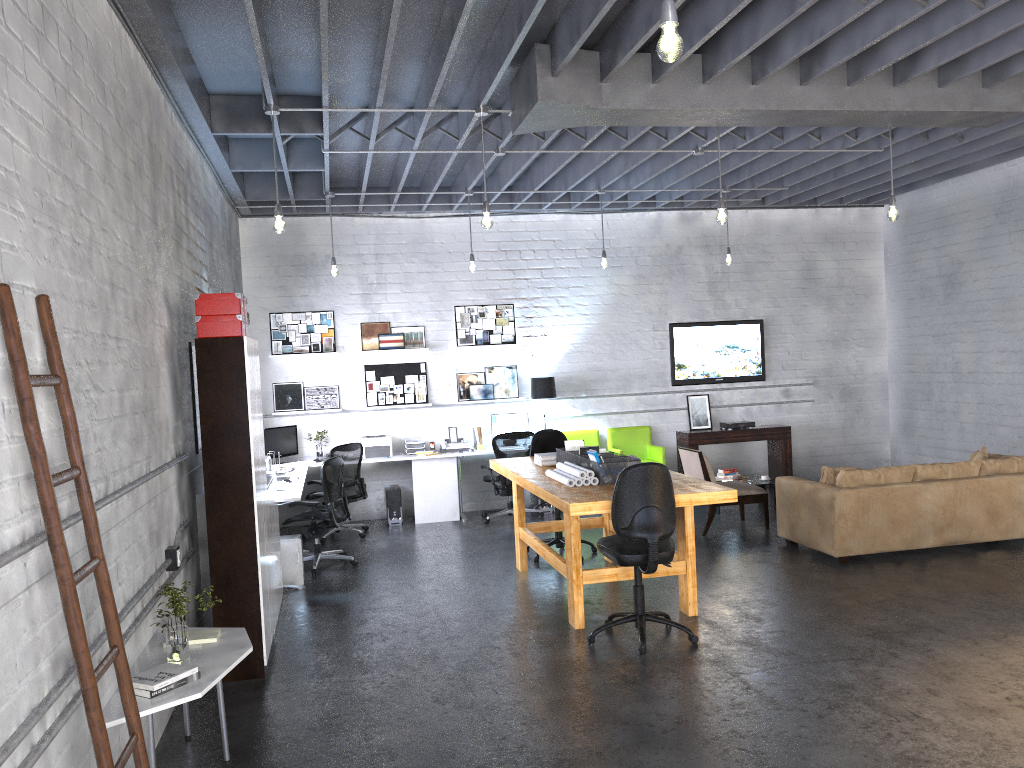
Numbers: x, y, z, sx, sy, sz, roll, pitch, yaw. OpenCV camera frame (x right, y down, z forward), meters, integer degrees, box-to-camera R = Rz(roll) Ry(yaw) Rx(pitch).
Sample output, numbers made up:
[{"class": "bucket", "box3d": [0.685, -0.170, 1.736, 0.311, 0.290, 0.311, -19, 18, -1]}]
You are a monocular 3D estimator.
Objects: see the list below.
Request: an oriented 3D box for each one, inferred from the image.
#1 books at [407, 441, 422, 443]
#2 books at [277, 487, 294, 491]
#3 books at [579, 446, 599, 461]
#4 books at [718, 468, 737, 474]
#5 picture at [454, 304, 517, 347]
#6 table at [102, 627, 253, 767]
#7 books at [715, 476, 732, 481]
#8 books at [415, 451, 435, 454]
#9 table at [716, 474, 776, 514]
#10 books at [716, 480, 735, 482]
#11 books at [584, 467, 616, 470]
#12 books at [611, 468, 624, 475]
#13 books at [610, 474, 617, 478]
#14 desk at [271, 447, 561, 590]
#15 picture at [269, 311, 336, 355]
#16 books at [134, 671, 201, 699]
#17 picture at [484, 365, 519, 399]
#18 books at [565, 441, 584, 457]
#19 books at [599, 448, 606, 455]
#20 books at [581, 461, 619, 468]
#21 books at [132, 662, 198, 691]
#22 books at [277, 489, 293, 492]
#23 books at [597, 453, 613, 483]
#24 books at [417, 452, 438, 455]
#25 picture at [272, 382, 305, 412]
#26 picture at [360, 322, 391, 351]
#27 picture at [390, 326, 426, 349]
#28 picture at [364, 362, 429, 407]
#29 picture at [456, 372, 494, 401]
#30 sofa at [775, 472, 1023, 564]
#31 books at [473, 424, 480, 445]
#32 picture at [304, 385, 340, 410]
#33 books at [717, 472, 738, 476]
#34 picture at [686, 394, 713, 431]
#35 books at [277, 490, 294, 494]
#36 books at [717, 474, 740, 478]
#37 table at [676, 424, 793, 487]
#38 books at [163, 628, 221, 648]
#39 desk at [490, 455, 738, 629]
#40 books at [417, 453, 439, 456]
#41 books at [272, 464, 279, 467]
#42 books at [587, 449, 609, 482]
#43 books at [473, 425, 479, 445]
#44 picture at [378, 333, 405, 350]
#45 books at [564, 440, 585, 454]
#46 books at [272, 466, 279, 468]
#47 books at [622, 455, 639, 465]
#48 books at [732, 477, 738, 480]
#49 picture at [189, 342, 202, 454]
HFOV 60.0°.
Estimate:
[{"class": "books", "box3d": [-1.177, 0.695, 10.664, 0.134, 0.008, 0.203, -4, 2, -28]}, {"class": "books", "box3d": [-2.037, 0.918, 7.746, 0.212, 0.010, 0.170, -3, 1, 15]}, {"class": "books", "box3d": [0.594, 0.585, 6.840, 0.158, 0.214, 0.063, -3, 2, -11]}, {"class": "books", "box3d": [2.562, 1.032, 10.542, 0.185, 0.041, 0.129, -3, 2, -17]}, {"class": "picture", "box3d": [-0.327, -0.725, 10.941, 0.749, 0.504, 0.058, -3, 2, -11]}, {"class": "table", "box3d": [-1.438, 1.525, 4.015, 0.517, 0.532, 1.335, -3, 2, -11]}, {"class": "books", "box3d": [2.413, 1.090, 10.231, 0.223, 0.027, 0.161, -3, 1, -2]}, {"class": "books", "box3d": [-1.019, 0.797, 10.361, 0.211, 0.014, 0.148, -3, 1, 3]}, {"class": "table", "box3d": [2.673, 1.281, 10.422, 0.873, 0.300, 0.872, -3, 1, -8]}, {"class": "books", "box3d": [2.427, 1.126, 10.213, 0.174, 0.045, 0.240, -3, 2, -22]}, {"class": "books", "box3d": [0.676, 0.627, 6.680, 0.250, 0.022, 0.205, -3, 1, -6]}, {"class": "books", "box3d": [0.787, 0.632, 6.380, 0.127, 0.022, 0.181, -3, 1, -16]}, {"class": "books", "box3d": [0.791, 0.653, 6.387, 0.141, 0.021, 0.203, -3, 1, -10]}, {"class": "desk", "box3d": [-0.950, 1.250, 9.221, 3.574, 0.786, 3.297, -3, 1, -11]}, {"class": "picture", "box3d": [-2.478, -0.606, 10.506, 0.749, 0.504, 0.058, -3, 2, -11]}, {"class": "books", "box3d": [-1.473, 1.251, 3.727, 0.185, 0.031, 0.250, -2, 2, 31]}, {"class": "picture", "box3d": [-0.127, -0.020, 11.009, 0.410, 0.409, 0.047, -3, 2, -11]}, {"class": "books", "box3d": [0.534, 0.583, 7.378, 0.158, 0.200, 0.082, -3, 2, -12]}, {"class": "books", "box3d": [0.656, 0.594, 6.884, 0.143, 0.188, 0.061, -3, 2, -11]}, {"class": "books", "box3d": [0.666, 0.603, 6.673, 0.232, 0.027, 0.185, -4, 2, -39]}, {"class": "books", "box3d": [-1.472, 1.225, 3.716, 0.185, 0.022, 0.234, -2, 2, 27]}, {"class": "books", "box3d": [-2.040, 0.929, 7.742, 0.209, 0.012, 0.158, -3, 1, 12]}, {"class": "books", "box3d": [0.648, 0.596, 6.329, 0.097, 0.209, 0.157, -3, 2, -12]}, {"class": "books", "box3d": [-0.993, 0.810, 10.370, 0.211, 0.014, 0.148, -4, 2, -37]}, {"class": "picture", "box3d": [-2.647, 0.153, 10.504, 0.355, 0.343, 0.042, -3, 2, -11]}, {"class": "picture", "box3d": [-1.639, -0.572, 10.687, 0.355, 0.343, 0.042, -3, 2, -11]}, {"class": "picture", "box3d": [-1.260, -0.560, 10.761, 0.410, 0.277, 0.036, -3, 2, -11]}, {"class": "picture", "box3d": [-1.399, 0.003, 10.745, 0.749, 0.504, 0.058, -3, 2, -11]}, {"class": "picture", "box3d": [-0.452, 0.030, 10.935, 0.452, 0.345, 0.054, -3, 2, -11]}, {"class": "sofa", "box3d": [3.701, 1.121, 8.053, 2.330, 0.629, 1.104, -3, 2, -11]}, {"class": "books", "box3d": [-0.429, 0.642, 10.786, 0.043, 0.296, 0.210, -3, 2, -11]}, {"class": "picture", "box3d": [-2.268, 0.165, 10.578, 0.410, 0.277, 0.036, -3, 2, -11]}, {"class": "books", "box3d": [2.563, 1.064, 10.551, 0.208, 0.024, 0.144, -4, 2, -26]}, {"class": "picture", "box3d": [2.434, 0.367, 11.514, 0.308, 0.457, 0.092, -3, 2, -11]}, {"class": "books", "box3d": [-2.036, 0.940, 7.741, 0.213, 0.012, 0.158, -3, 1, 14]}, {"class": "books", "box3d": [2.576, 1.089, 10.550, 0.161, 0.026, 0.223, -4, 2, -42]}, {"class": "table", "box3d": [2.878, 0.985, 11.471, 1.410, 0.820, 0.403, -3, 2, -11]}, {"class": "books", "box3d": [-1.569, 1.246, 4.358, 0.248, 0.021, 0.176, -3, 1, -12]}, {"class": "desk", "box3d": [0.642, 1.152, 6.983, 1.115, 0.927, 2.831, -3, 1, -11]}, {"class": "books", "box3d": [-0.979, 0.823, 10.385, 0.148, 0.014, 0.211, -2, 2, 43]}, {"class": "books", "box3d": [-2.639, 0.880, 9.441, 0.297, 0.006, 0.210, -3, 1, -11]}, {"class": "books", "box3d": [0.612, 0.586, 6.337, 0.108, 0.234, 0.166, -3, 2, -11]}, {"class": "books", "box3d": [-0.437, 0.644, 10.780, 0.036, 0.296, 0.210, -3, 2, -11]}, {"class": "picture", "box3d": [-1.456, -0.508, 10.707, 0.311, 0.196, 0.029, -3, 2, -11]}, {"class": "books", "box3d": [0.530, 0.575, 7.408, 0.171, 0.211, 0.046, -3, 2, -11]}, {"class": "books", "box3d": [-2.638, 0.885, 9.437, 0.297, 0.006, 0.210, -3, 1, -12]}, {"class": "books", "box3d": [0.905, 0.634, 7.281, 0.244, 0.067, 0.298, -3, 1, -2]}, {"class": "books", "box3d": [2.550, 1.118, 10.551, 0.223, 0.032, 0.161, -4, 2, -31]}, {"class": "picture", "box3d": [-2.272, 0.094, 6.457, 0.020, 0.781, 0.606, -3, 2, -11]}]
